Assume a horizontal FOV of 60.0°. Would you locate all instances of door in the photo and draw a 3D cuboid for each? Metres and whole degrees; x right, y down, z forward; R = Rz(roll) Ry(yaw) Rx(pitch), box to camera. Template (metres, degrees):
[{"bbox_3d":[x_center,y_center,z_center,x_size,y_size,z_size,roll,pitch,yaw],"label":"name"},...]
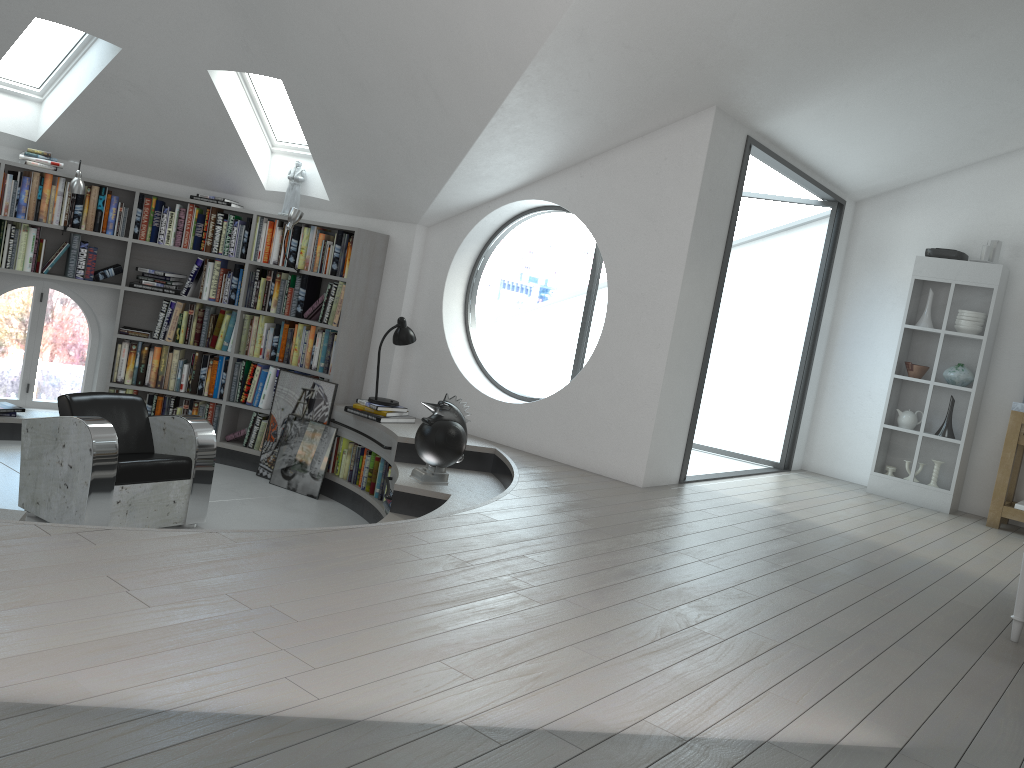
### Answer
[{"bbox_3d":[2.116,-0.511,7.893,1.053,2.342,0.080,12,4,22],"label":"door"},{"bbox_3d":[1.003,-0.585,6.454,1.055,2.342,0.080,13,4,37],"label":"door"}]

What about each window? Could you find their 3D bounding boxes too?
[{"bbox_3d":[-2.931,-2.278,5.858,1.939,0.712,4.050,14,6,37],"label":"window"},{"bbox_3d":[-4.300,-0.316,6.091,0.618,1.148,3.230,12,5,22],"label":"window"},{"bbox_3d":[0.241,-0.592,6.610,1.475,1.468,0.104,14,5,37],"label":"window"}]

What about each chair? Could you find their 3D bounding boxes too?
[{"bbox_3d":[-2.354,0.460,5.301,0.743,0.718,0.822,13,5,31],"label":"chair"}]

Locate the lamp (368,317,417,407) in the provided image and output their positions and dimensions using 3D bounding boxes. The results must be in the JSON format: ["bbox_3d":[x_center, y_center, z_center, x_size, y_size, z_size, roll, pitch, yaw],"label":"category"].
[{"bbox_3d":[-0.877,-0.175,6.576,0.322,0.659,0.234,8,5,-38],"label":"lamp"}]

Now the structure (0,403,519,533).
[{"bbox_3d":[-2.314,0.484,5.183,4.705,0.692,4.722,10,5,-8],"label":"structure"}]

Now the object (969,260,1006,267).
[{"bbox_3d":[3.804,-0.955,7.095,0.294,0.025,0.151,8,6,-29],"label":"object"}]

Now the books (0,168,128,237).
[{"bbox_3d":[-3.615,-1.402,6.541,0.395,0.366,1.563,14,6,42],"label":"books"}]

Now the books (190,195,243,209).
[{"bbox_3d":[-2.403,-1.475,7.227,0.336,0.036,0.317,10,5,-1],"label":"books"}]

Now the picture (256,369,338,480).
[{"bbox_3d":[-1.674,0.359,6.886,0.580,0.861,0.090,12,4,27],"label":"picture"}]

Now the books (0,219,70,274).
[{"bbox_3d":[-4.018,-1.003,5.780,0.592,0.370,2.530,12,5,17],"label":"books"}]

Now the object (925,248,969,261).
[{"bbox_3d":[3.561,-1.020,7.278,0.299,0.119,0.298,14,6,37],"label":"object"}]

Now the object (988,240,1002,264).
[{"bbox_3d":[3.868,-1.044,7.112,0.072,0.211,0.071,8,4,-30],"label":"object"}]

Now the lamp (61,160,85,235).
[{"bbox_3d":[-3.270,-1.375,6.552,0.359,0.565,0.113,14,5,44],"label":"lamp"}]

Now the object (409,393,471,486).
[{"bbox_3d":[-0.440,0.336,5.523,0.321,0.561,0.320,11,4,10],"label":"object"}]

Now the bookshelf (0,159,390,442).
[{"bbox_3d":[-3.250,-0.541,5.964,2.115,1.877,4.327,14,6,37],"label":"bookshelf"}]

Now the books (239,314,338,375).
[{"bbox_3d":[-1.721,-0.321,7.121,1.023,0.347,0.275,12,5,22],"label":"books"}]

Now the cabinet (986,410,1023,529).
[{"bbox_3d":[6.442,1.350,5.135,6.449,1.020,1.002,14,6,37],"label":"cabinet"}]

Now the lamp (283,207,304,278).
[{"bbox_3d":[-1.656,-1.086,6.863,0.112,0.524,0.275,12,4,27],"label":"lamp"}]

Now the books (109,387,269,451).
[{"bbox_3d":[-2.577,0.269,7.239,1.497,0.310,0.360,10,4,-1],"label":"books"}]

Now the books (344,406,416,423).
[{"bbox_3d":[-0.978,0.228,6.576,0.389,0.042,0.365,14,6,37],"label":"books"}]

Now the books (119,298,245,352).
[{"bbox_3d":[-2.639,-0.501,7.207,0.973,0.351,0.252,10,4,-11],"label":"books"}]

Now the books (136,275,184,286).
[{"bbox_3d":[-2.858,-0.840,7.202,0.285,0.031,0.270,10,5,-3],"label":"books"}]

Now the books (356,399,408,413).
[{"bbox_3d":[-0.966,0.160,6.572,0.269,0.031,0.287,6,7,-43],"label":"books"}]

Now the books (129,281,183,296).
[{"bbox_3d":[-2.869,-0.777,7.206,0.387,0.042,0.367,9,5,-13],"label":"books"}]

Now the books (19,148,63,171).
[{"bbox_3d":[-3.880,-1.653,5.422,0.748,0.173,2.818,11,5,7],"label":"books"}]

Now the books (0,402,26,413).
[{"bbox_3d":[-3.908,0.178,6.746,0.253,0.029,0.268,13,6,27],"label":"books"}]

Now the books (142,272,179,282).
[{"bbox_3d":[-2.852,-0.870,7.200,0.226,0.036,0.214,10,5,-3],"label":"books"}]

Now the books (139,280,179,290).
[{"bbox_3d":[-2.863,-0.809,7.204,0.285,0.031,0.270,9,5,-18],"label":"books"}]

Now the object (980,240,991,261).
[{"bbox_3d":[3.774,-1.049,7.063,0.054,0.196,0.054,9,4,-28],"label":"object"}]

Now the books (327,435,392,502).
[{"bbox_3d":[-1.031,0.622,6.518,0.272,0.297,1.151,7,6,-39],"label":"books"}]

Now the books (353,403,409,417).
[{"bbox_3d":[-0.972,0.192,6.574,0.305,0.034,0.286,13,6,27],"label":"books"}]

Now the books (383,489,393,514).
[{"bbox_3d":[-0.681,0.833,5.653,0.240,0.167,0.667,9,5,-13],"label":"books"}]

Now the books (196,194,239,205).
[{"bbox_3d":[-2.398,-1.502,7.225,0.247,0.027,0.233,11,5,9],"label":"books"}]

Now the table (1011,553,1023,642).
[{"bbox_3d":[3.679,1.020,3.075,3.360,0.797,1.017,14,6,37],"label":"table"}]

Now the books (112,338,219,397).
[{"bbox_3d":[-2.792,-0.141,7.225,0.871,0.350,0.273,9,4,-12],"label":"books"}]

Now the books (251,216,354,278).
[{"bbox_3d":[-1.600,-1.078,7.076,1.016,0.361,0.292,12,4,19],"label":"books"}]

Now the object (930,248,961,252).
[{"bbox_3d":[3.563,-1.029,7.277,0.239,0.119,0.238,14,6,37],"label":"object"}]

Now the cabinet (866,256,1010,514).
[{"bbox_3d":[3.482,-0.006,7.261,0.644,1.986,0.360,13,4,36],"label":"cabinet"}]

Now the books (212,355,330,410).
[{"bbox_3d":[-1.858,0.039,7.155,1.186,0.358,0.304,12,4,18],"label":"books"}]

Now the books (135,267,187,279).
[{"bbox_3d":[-2.846,-0.901,7.198,0.286,0.031,0.269,12,5,17],"label":"books"}]

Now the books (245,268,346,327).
[{"bbox_3d":[-1.659,-0.699,7.094,1.054,0.357,0.279,12,5,22],"label":"books"}]

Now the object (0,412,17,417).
[{"bbox_3d":[-3.914,0.208,6.748,0.226,0.036,0.214,7,6,-36],"label":"object"}]

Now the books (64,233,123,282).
[{"bbox_3d":[-3.259,-0.976,6.954,0.398,0.340,0.225,8,5,-33],"label":"books"}]

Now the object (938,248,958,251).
[{"bbox_3d":[3.565,-1.038,7.276,0.171,0.119,0.170,14,6,37],"label":"object"}]

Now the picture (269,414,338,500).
[{"bbox_3d":[-1.591,0.550,6.754,0.490,0.554,0.106,13,4,27],"label":"picture"}]

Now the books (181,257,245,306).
[{"bbox_3d":[-2.384,-0.846,7.245,0.553,0.350,0.256,10,4,-7],"label":"books"}]

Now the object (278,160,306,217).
[{"bbox_3d":[-1.749,-1.566,7.109,0.178,0.472,0.180,7,5,-44],"label":"object"}]

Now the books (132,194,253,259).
[{"bbox_3d":[-2.567,-1.267,7.161,0.968,0.367,0.307,10,4,-10],"label":"books"}]

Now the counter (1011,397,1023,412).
[{"bbox_3d":[6.660,0.562,5.059,6.597,0.618,0.960,14,6,37],"label":"counter"}]
